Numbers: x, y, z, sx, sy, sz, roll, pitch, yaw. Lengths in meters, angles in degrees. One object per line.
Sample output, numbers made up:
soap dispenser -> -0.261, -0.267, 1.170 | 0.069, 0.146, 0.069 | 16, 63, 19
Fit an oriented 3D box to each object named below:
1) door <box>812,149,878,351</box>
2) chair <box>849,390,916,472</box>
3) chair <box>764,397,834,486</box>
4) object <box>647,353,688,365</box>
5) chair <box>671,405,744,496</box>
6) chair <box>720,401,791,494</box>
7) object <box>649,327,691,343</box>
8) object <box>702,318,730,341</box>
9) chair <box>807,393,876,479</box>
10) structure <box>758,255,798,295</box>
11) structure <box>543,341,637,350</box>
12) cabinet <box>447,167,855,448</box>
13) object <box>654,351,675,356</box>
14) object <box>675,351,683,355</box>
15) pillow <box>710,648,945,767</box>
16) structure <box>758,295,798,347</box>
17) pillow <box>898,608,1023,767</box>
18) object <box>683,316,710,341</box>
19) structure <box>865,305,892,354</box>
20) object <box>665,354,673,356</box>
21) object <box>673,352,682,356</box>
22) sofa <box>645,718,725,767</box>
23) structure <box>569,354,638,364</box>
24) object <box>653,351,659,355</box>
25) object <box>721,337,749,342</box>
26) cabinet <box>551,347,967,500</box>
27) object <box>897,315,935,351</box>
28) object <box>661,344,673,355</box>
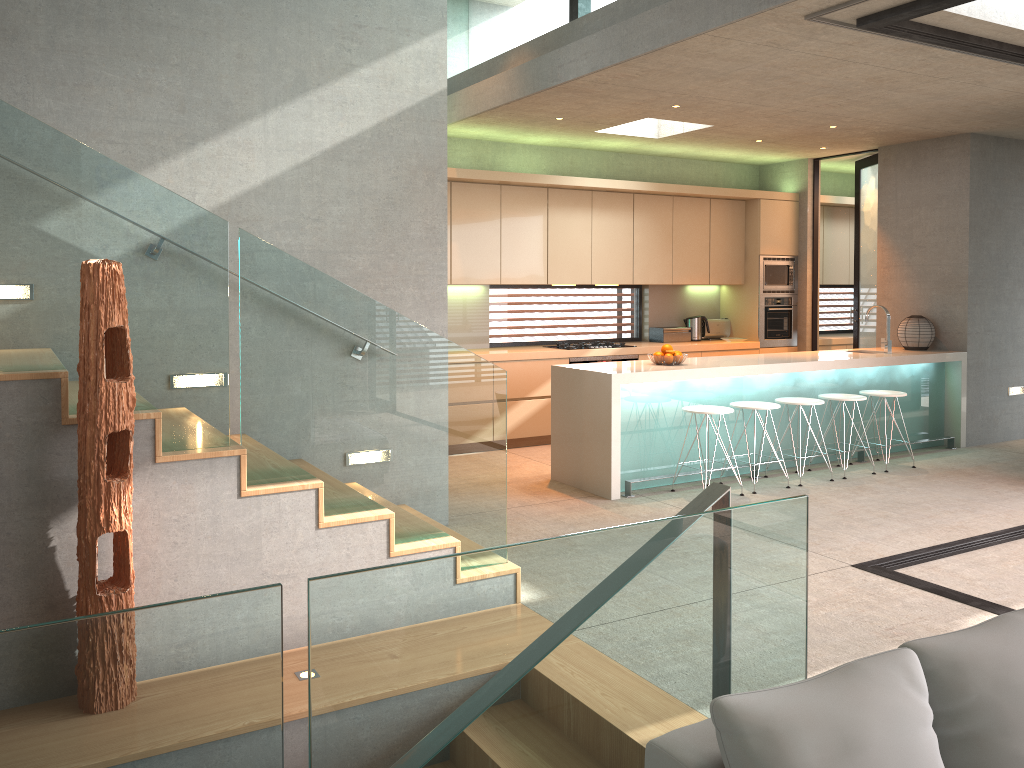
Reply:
door -> 1.195, 0.286, 4.484 | 5.781, 4.459, 15.381 | 3, 7, 32
chair -> 3.124, 0.382, 7.451 | 0.382, 0.622, 0.383 | -2, 3, -30
chair -> 2.257, 0.438, 6.949 | 0.382, 0.622, 0.383 | -2, 3, -30
object -> 1.230, -0.196, 6.988 | 0.316, 0.082, 0.316 | -3, 7, -30
chair -> 1.431, 0.492, 6.474 | 0.382, 0.622, 0.383 | -2, 3, -30
chair -> 1.841, 0.465, 6.710 | 0.382, 0.622, 0.383 | -2, 3, -30
object -> 1.751, -0.546, 9.773 | 0.401, 0.159, 0.241 | -3, 6, -30
object -> 2.311, -0.628, 10.108 | 0.390, 0.247, 0.150 | -3, 4, -30
chair -> 2.687, 0.410, 7.199 | 0.382, 0.622, 0.383 | -2, 3, -30
structure -> 2.880, -1.239, 10.105 | 0.597, 0.436, 0.461 | -3, 5, -30
structure -> 0.788, -0.369, 8.950 | 0.840, 0.091, 0.465 | -4, 7, -30
cabinet -> 1.991, -0.755, 8.919 | 7.479, 2.559, 1.971 | -3, 5, -30
object -> 1.193, -0.210, 6.943 | 0.173, 0.100, 0.097 | 1, 4, 15
object -> 1.310, -0.218, 7.024 | 0.094, 0.094, 0.094 | -3, 5, -41
pillow -> 0.553, 0.733, 1.450 | 0.492, 0.496, 0.239 | -2, 3, -30
structure -> 2.890, -0.730, 10.103 | 0.597, 0.578, 0.499 | -2, 4, -30
pillow -> 0.972, 0.717, 1.688 | 0.493, 0.482, 0.267 | -2, 4, -29
object -> 2.061, -0.625, 9.908 | 0.278, 0.284, 0.178 | -2, 3, -25
structure -> 3.386, -0.512, 8.212 | 0.097, 0.440, 0.259 | -1, 3, -30
object -> 1.224, -0.197, 6.899 | 0.081, 0.081, 0.081 | 0, 4, -1
object -> 1.301, -0.205, 6.932 | 0.087, 0.087, 0.087 | -3, 5, -39
sofa -> 1.146, 0.977, 1.514 | 1.598, 0.731, 1.016 | -3, 6, -30
structure -> 0.910, -0.026, 8.742 | 0.829, 0.499, 0.079 | -3, 3, -30
object -> 1.165, -0.216, 7.044 | 0.086, 0.087, 0.087 | 1, 4, 20
object -> 2.483, -0.494, 9.863 | 0.310, 0.034, 0.311 | 3, 7, 28
cabinet -> 2.291, 0.223, 7.634 | 4.126, 0.897, 0.803 | -4, 5, -30
object -> 3.916, -0.498, 8.562 | 0.340, 0.333, 0.341 | -3, 5, -38
object -> 1.232, -0.271, 7.021 | 0.095, 0.094, 0.094 | -1, 4, -10
